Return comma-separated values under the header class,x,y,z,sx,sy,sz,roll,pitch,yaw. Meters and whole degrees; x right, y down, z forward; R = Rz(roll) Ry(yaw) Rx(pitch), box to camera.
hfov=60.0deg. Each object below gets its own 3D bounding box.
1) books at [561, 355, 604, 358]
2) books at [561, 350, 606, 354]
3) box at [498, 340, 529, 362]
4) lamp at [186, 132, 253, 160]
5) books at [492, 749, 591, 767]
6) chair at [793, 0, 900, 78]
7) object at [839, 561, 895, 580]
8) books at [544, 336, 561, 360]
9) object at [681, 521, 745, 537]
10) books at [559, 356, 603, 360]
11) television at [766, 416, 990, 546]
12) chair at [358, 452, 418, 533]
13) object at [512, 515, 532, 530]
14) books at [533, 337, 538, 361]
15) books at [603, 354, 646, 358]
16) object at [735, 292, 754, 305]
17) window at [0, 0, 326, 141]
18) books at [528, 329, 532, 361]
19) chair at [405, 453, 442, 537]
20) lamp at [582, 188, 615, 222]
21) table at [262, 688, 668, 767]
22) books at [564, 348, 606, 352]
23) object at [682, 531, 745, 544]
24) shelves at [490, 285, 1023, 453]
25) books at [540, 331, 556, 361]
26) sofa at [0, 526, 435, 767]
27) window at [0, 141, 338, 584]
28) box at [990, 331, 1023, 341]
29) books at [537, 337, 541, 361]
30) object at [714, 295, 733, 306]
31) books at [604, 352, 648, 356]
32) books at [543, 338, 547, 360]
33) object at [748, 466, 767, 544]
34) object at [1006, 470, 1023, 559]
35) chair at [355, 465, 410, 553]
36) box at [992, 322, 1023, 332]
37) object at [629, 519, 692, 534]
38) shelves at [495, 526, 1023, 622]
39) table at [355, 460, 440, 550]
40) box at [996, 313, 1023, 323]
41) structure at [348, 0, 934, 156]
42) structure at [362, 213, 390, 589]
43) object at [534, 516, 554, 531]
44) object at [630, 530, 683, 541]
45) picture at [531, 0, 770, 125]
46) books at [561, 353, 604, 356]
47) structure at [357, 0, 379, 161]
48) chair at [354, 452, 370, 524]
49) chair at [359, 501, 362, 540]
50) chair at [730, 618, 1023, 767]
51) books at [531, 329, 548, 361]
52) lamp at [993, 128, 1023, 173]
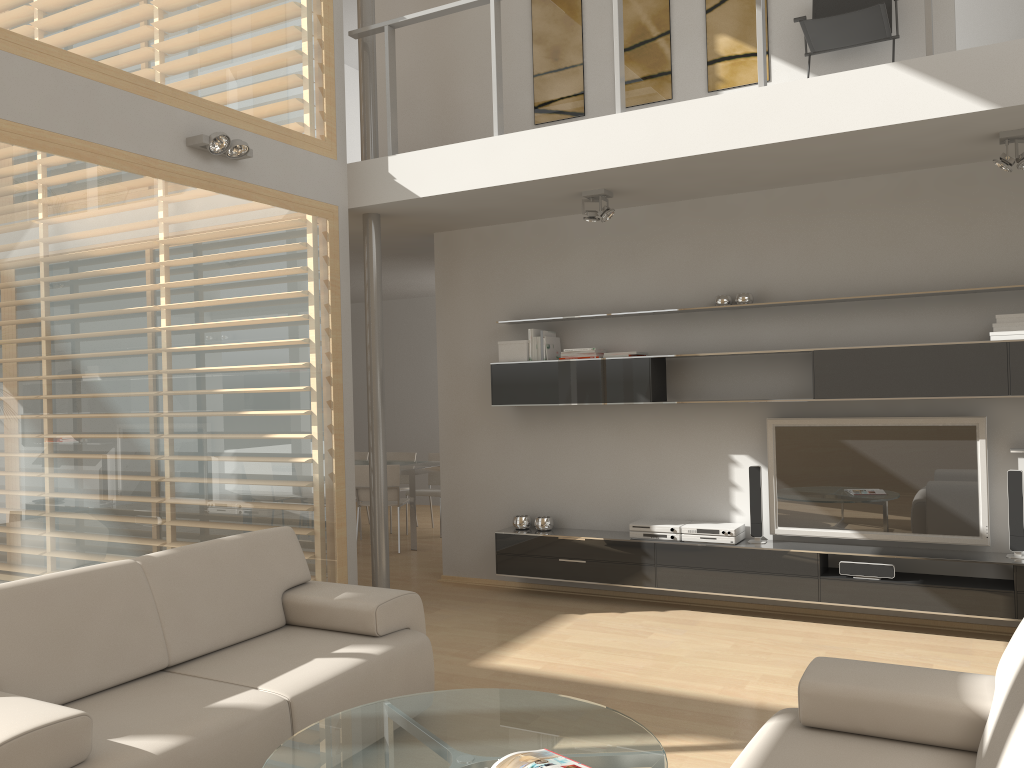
class,x,y,z,sx,sy,sz,roll,pitch,yaw
books,0.499,-0.188,6.109,0.268,0.011,0.190,-2,0,30
books,0.494,-0.216,6.107,0.254,0.015,0.190,-2,0,30
box,0.058,-0.231,6.346,0.232,0.149,0.232,-2,0,29
lamp,-1.571,-1.292,4.841,0.183,0.110,0.360,-2,0,29
books,0.037,1.091,2.416,0.440,0.037,0.297,-1,-1,-41
chair,1.949,-1.968,5.138,0.628,0.825,0.537,-2,0,29
object,2.073,1.086,5.174,0.300,0.092,0.085,-2,0,29
books,0.293,-0.248,6.259,0.023,0.169,0.230,-2,0,29
object,1.292,0.933,5.703,0.349,0.049,0.262,-2,0,29
books,0.503,-0.176,6.107,0.297,0.013,0.210,-2,0,29
television,2.172,0.566,5.335,1.224,0.735,0.096,-2,0,29
chair,-1.338,1.159,9.567,0.455,0.807,0.501,-2,0,29
object,0.073,0.999,6.404,0.143,0.091,0.143,-1,0,-29
books,0.215,-0.246,6.290,0.027,0.169,0.230,-2,0,29
books,0.761,-0.185,5.982,0.190,0.015,0.254,-2,0,35
object,1.475,-0.540,5.632,0.115,0.081,0.115,-2,0,9
window,-1.844,-2.656,4.636,0.020,2.200,2.525,-2,0,29
books,0.180,-0.273,6.311,0.017,0.227,0.230,-2,0,29
chair,-0.790,1.141,9.230,0.455,0.807,0.501,-2,0,29
lamp,0.546,-1.116,5.606,0.214,0.195,0.150,-2,0,29
table,-0.136,1.301,2.663,1.198,0.370,1.198,-1,-1,-44
books,0.503,-0.233,6.117,0.227,0.017,0.230,-2,0,24
object,1.296,0.982,5.708,0.349,0.049,0.250,-2,0,29
shelves,1.779,-0.052,5.427,4.236,0.914,0.300,-2,0,29
books,0.258,-0.267,6.261,0.021,0.210,0.207,-2,0,29
sofa,-1.265,1.096,3.371,1.168,0.846,2.093,-2,0,29
window,-1.766,0.193,4.617,0.020,2.500,2.525,-2,0,29
box,2.771,-0.263,4.895,0.232,0.047,0.232,-2,0,29
books,0.244,-0.246,6.284,0.027,0.169,0.230,-2,0,29
object,1.368,-0.536,5.739,0.115,0.081,0.115,-2,0,9
books,0.769,-0.202,5.972,0.230,0.017,0.227,-2,0,29
books,0.273,-0.241,6.255,0.009,0.156,0.207,-2,0,29
object,1.544,0.757,5.604,0.111,0.483,0.116,-2,0,25
object,2.802,0.719,4.924,0.111,0.483,0.116,-2,0,35
chair,-1.208,1.147,8.357,0.455,0.807,0.501,-2,0,9
box,2.768,-0.311,4.898,0.200,0.047,0.200,-2,0,29
object,0.980,0.943,5.873,0.349,0.049,0.262,-2,0,29
shelves,1.811,1.146,5.419,4.236,0.312,0.300,-2,0,29
table,-1.640,1.193,9.147,2.199,0.746,0.900,-2,0,29
box,2.766,-0.358,4.897,0.168,0.047,0.168,-2,0,29
structure,1.299,-1.991,4.691,5.400,0.900,0.080,-2,0,29
structure,-0.934,0.180,6.113,0.121,2.700,0.122,-2,0,17
object,0.229,0.994,6.318,0.143,0.091,0.143,-1,0,-29
object,0.982,0.992,5.873,0.349,0.049,0.262,-2,0,29
picture,0.879,-2.808,6.062,1.684,1.800,0.010,-2,0,29
books,0.489,-0.201,6.113,0.254,0.015,0.190,-2,0,25
structure,-1.011,-2.669,6.133,0.121,2.400,0.122,-2,0,17
chair,-1.906,1.176,9.867,0.455,0.807,0.501,-2,0,29
chair,-1.807,1.166,8.731,0.455,0.807,0.501,-2,0,24
chair,1.037,1.025,2.101,1.165,0.846,1.562,-2,0,29
books,0.199,-0.274,6.308,0.017,0.227,0.230,-2,0,29
lamp,2.564,-1.178,4.508,0.214,0.195,0.150,-2,0,29
